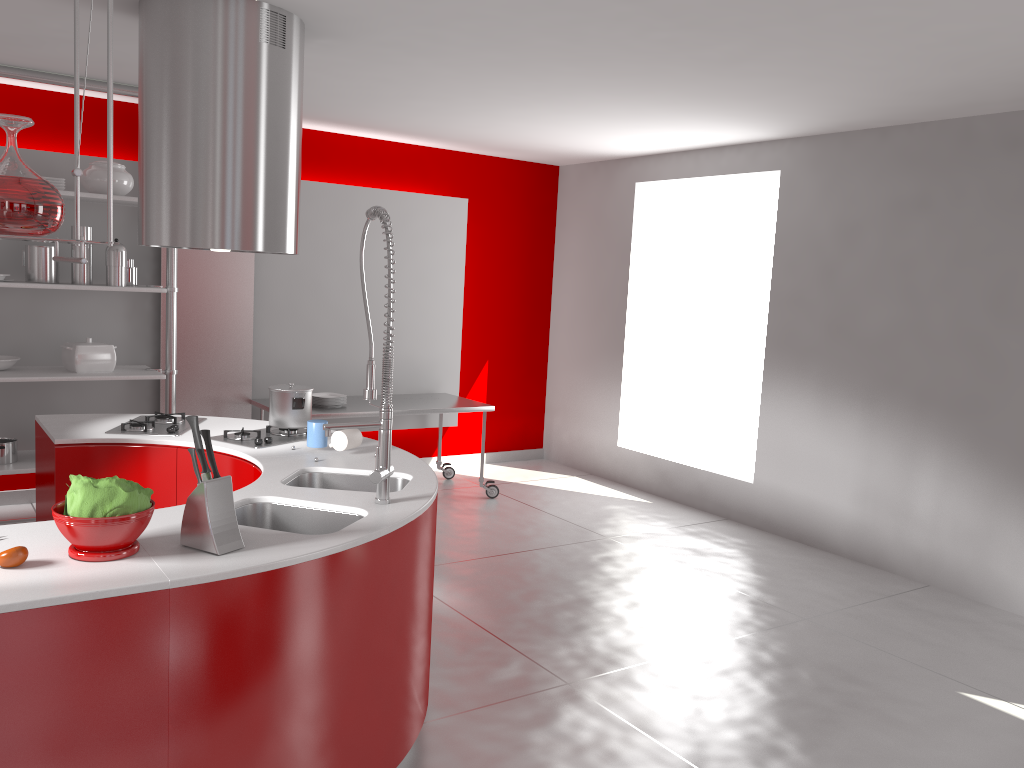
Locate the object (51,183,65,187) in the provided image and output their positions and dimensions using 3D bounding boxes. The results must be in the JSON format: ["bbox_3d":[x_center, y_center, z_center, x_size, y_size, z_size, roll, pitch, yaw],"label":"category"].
[{"bbox_3d":[-2.635,-1.113,4.992,0.200,0.030,0.200,-2,8,-35],"label":"object"}]

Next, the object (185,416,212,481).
[{"bbox_3d":[-0.776,0.245,2.247,0.150,0.322,0.014,6,7,26],"label":"object"}]

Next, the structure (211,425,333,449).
[{"bbox_3d":[-1.012,0.205,3.747,0.303,0.037,0.457,7,8,30],"label":"structure"}]

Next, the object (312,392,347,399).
[{"bbox_3d":[-1.246,0.085,5.986,0.228,0.020,0.228,8,8,37],"label":"object"}]

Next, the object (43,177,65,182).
[{"bbox_3d":[-2.633,-1.143,4.988,0.200,0.030,0.200,-2,8,-35],"label":"object"}]

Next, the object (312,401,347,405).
[{"bbox_3d":[-1.248,0.125,5.991,0.228,0.020,0.228,8,8,37],"label":"object"}]

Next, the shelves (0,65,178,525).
[{"bbox_3d":[-2.786,-0.444,5.004,1.735,2.599,0.535,-2,8,-35],"label":"shelves"}]

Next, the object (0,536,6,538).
[{"bbox_3d":[-1.379,0.391,2.083,0.041,0.008,0.375,7,8,32],"label":"object"}]

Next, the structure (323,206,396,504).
[{"bbox_3d":[-0.443,-0.091,2.741,0.178,0.920,0.308,4,7,9],"label":"structure"}]

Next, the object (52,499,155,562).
[{"bbox_3d":[-0.993,0.353,2.162,0.228,0.118,0.229,6,7,26],"label":"object"}]

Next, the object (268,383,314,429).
[{"bbox_3d":[-0.953,0.089,3.818,0.218,0.185,0.189,5,7,17],"label":"object"}]

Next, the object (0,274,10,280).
[{"bbox_3d":[-2.848,-0.576,4.788,0.244,0.042,0.244,9,9,39],"label":"object"}]

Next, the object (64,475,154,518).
[{"bbox_3d":[-0.982,0.299,2.162,0.198,0.182,0.193,-1,8,-29],"label":"object"}]

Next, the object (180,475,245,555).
[{"bbox_3d":[-0.756,0.323,2.242,0.137,0.178,0.091,7,8,28],"label":"object"}]

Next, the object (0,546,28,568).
[{"bbox_3d":[-1.146,0.395,2.033,0.063,0.048,0.064,7,8,33],"label":"object"}]

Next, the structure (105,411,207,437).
[{"bbox_3d":[-1.534,0.164,3.854,0.303,0.037,0.457,3,7,-5],"label":"structure"}]

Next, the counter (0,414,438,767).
[{"bbox_3d":[-1.206,0.768,2.805,1.868,0.880,2.865,3,7,-1],"label":"counter"}]

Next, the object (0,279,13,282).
[{"bbox_3d":[-2.849,-0.562,4.790,0.280,0.015,0.280,2,7,-5],"label":"object"}]

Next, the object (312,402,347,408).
[{"bbox_3d":[-1.249,0.135,5.992,0.228,0.020,0.228,8,8,37],"label":"object"}]

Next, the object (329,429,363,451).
[{"bbox_3d":[-0.658,0.214,3.469,0.109,0.080,0.100,6,7,25],"label":"object"}]

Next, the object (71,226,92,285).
[{"bbox_3d":[-2.457,-0.733,5.065,0.109,0.329,0.110,-2,8,-37],"label":"object"}]

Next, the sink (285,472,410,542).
[{"bbox_3d":[-0.570,0.434,3.080,0.428,0.172,0.326,4,7,4],"label":"sink"}]

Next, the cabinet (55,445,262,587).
[{"bbox_3d":[-1.450,0.737,2.682,1.025,0.761,1.875,4,7,10],"label":"cabinet"}]

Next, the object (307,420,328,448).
[{"bbox_3d":[-0.781,0.195,3.507,0.109,0.100,0.080,7,8,28],"label":"object"}]

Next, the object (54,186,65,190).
[{"bbox_3d":[-2.636,-1.097,4.993,0.200,0.030,0.200,-2,8,-35],"label":"object"}]

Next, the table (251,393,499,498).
[{"bbox_3d":[-0.951,0.469,6.302,1.627,0.682,0.749,-1,8,-33],"label":"table"}]

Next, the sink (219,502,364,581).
[{"bbox_3d":[-0.659,0.485,2.604,0.428,0.172,0.326,5,7,16],"label":"sink"}]

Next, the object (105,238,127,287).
[{"bbox_3d":[-2.288,-0.703,5.127,0.115,0.274,0.115,-3,9,-42],"label":"object"}]

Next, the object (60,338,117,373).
[{"bbox_3d":[-2.498,-0.174,5.236,0.282,0.197,0.235,-4,9,-44],"label":"object"}]

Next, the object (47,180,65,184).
[{"bbox_3d":[-2.634,-1.128,4.990,0.200,0.030,0.200,-2,8,-35],"label":"object"}]

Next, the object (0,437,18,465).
[{"bbox_3d":[-2.903,0.380,5.022,0.196,0.122,0.182,5,7,13],"label":"object"}]

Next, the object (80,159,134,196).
[{"bbox_3d":[-2.373,-1.204,5.200,0.287,0.222,0.287,4,7,9],"label":"object"}]

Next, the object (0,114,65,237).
[{"bbox_3d":[-1.126,-0.465,1.997,0.213,0.266,0.213,2,7,-7],"label":"object"}]

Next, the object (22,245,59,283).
[{"bbox_3d":[-2.651,-0.674,4.993,0.184,0.205,0.172,-1,8,-29],"label":"object"}]

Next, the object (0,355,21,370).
[{"bbox_3d":[-2.950,-0.114,5.044,0.272,0.072,0.272,5,7,19],"label":"object"}]

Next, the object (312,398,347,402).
[{"bbox_3d":[-1.247,0.105,5.988,0.228,0.020,0.228,8,8,37],"label":"object"}]

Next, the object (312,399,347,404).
[{"bbox_3d":[-1.248,0.115,5.989,0.228,0.020,0.228,8,8,37],"label":"object"}]

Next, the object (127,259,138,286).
[{"bbox_3d":[-2.321,-0.672,5.339,0.127,0.157,0.127,0,7,-24],"label":"object"}]

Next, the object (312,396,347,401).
[{"bbox_3d":[-1.247,0.095,5.987,0.228,0.020,0.228,8,8,37],"label":"object"}]

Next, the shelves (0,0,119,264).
[{"bbox_3d":[-1.335,-0.781,1.779,0.934,1.023,0.462,-2,8,-35],"label":"shelves"}]

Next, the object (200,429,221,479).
[{"bbox_3d":[-0.755,0.259,2.269,0.130,0.279,0.012,6,7,26],"label":"object"}]

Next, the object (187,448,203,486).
[{"bbox_3d":[-0.781,0.261,2.221,0.091,0.197,0.009,6,7,26],"label":"object"}]

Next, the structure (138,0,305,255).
[{"bbox_3d":[-1.206,-1.034,3.691,0.644,0.958,0.644,6,7,21],"label":"structure"}]
